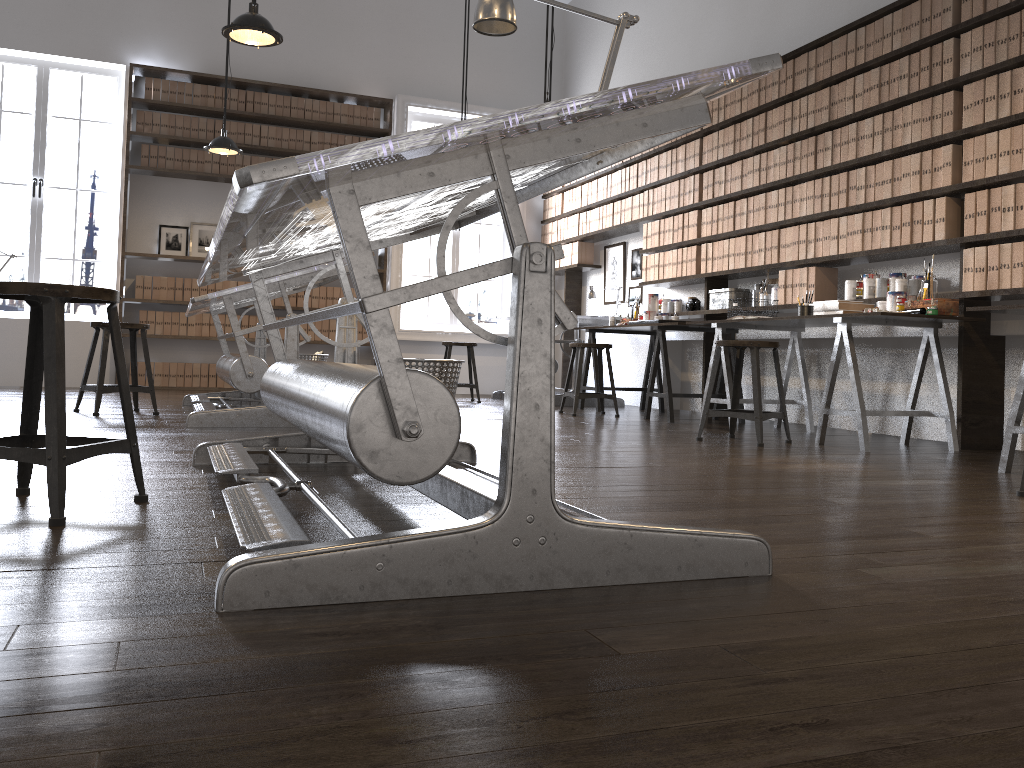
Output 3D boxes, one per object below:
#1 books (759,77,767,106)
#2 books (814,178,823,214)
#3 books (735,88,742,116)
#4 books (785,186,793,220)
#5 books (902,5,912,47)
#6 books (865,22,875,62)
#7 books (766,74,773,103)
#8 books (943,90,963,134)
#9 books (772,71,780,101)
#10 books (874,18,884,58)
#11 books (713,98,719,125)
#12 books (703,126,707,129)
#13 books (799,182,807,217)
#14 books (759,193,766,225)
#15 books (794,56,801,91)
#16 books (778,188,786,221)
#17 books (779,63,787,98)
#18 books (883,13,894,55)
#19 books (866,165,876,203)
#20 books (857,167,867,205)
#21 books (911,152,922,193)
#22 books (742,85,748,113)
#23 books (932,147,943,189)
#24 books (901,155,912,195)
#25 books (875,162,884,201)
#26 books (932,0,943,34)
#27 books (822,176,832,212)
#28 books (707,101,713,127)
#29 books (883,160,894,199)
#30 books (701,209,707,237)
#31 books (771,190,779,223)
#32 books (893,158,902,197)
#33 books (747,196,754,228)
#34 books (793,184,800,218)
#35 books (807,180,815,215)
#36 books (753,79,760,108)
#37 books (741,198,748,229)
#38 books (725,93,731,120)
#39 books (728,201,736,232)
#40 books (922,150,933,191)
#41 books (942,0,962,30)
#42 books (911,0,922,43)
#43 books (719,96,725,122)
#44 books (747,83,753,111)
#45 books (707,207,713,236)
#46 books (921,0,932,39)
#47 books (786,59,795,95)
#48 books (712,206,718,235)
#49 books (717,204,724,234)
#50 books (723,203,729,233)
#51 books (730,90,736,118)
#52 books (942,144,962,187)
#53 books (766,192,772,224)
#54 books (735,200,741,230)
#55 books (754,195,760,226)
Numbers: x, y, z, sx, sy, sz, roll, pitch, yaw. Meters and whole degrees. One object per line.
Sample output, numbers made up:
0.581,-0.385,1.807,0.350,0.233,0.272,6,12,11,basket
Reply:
1.787,-2.001,6.060,0.174,0.226,0.066,2,-1,-21,books
1.966,-1.149,5.483,0.174,0.226,0.067,2,-1,-21,books
1.686,-2.011,6.310,0.174,0.226,0.067,2,-1,-21,books
1.869,-1.160,5.750,0.174,0.226,0.066,2,-1,-21,books
2.239,-1.953,4.876,0.174,0.226,0.066,2,-1,-21,books
2.143,-1.964,5.134,0.174,0.226,0.066,2,-1,-21,books
1.812,-1.998,5.994,0.174,0.226,0.066,2,-1,-21,books
2.326,-1.390,4.588,0.174,0.226,0.066,2,-1,-21,books
1.834,-1.996,5.926,0.174,0.226,0.066,2,-1,-21,books
2.166,-1.961,5.068,0.174,0.226,0.066,2,-1,-21,books
1.584,-2.022,6.573,0.174,0.226,0.066,2,-1,-21,books
1.540,-2.027,6.701,0.174,0.226,0.066,2,-1,-21,books
1.917,-1.154,5.619,0.174,0.226,0.066,2,-1,-21,books
1.767,-1.170,6.003,0.174,0.226,0.067,2,-1,-21,books
1.917,-1.987,5.722,0.174,0.226,0.066,2,-1,-21,books
1.840,-1.162,5.815,0.174,0.226,0.067,2,-1,-21,books
1.864,-1.993,5.861,0.174,0.226,0.066,2,-1,-21,books
2.187,-1.958,5.001,0.174,0.226,0.067,2,-1,-21,books
2.125,-1.133,5.083,0.174,0.226,0.066,2,-1,-21,books
2.096,-1.135,5.148,0.174,0.226,0.066,2,-1,-21,books
2.241,-1.120,4.769,0.174,0.226,0.067,2,-1,-21,books
1.714,-2.008,6.243,0.174,0.226,0.066,2,-1,-21,books
2.296,-1.115,4.641,0.174,0.226,0.066,2,-1,-21,books
2.219,-1.123,4.832,0.174,0.226,0.066,2,-1,-21,books
2.151,-1.130,5.017,0.174,0.226,0.066,2,-1,-21,books
2.313,-1.945,4.684,0.174,0.226,0.066,2,-1,-21,books
1.993,-1.147,5.425,0.174,0.226,0.066,2,-1,-21,books
1.558,-2.025,6.640,0.174,0.226,0.067,2,-1,-21,books
2.169,-1.127,4.952,0.174,0.226,0.067,2,-1,-21,books
1.519,-1.196,6.660,0.174,0.226,0.066,2,-1,-21,books
1.816,-1.165,5.883,0.174,0.226,0.066,2,-1,-21,books
2.198,-1.125,4.891,0.174,0.226,0.066,2,-1,-21,books
1.723,-1.175,6.134,0.174,0.226,0.066,2,-1,-21,books
1.896,-1.157,5.686,0.174,0.226,0.066,2,-1,-21,books
1.940,-1.152,5.550,0.174,0.226,0.066,2,-1,-21,books
1.757,-2.004,6.121,0.174,0.226,0.067,2,-1,-21,books
1.694,-1.178,6.199,0.174,0.226,0.066,2,-1,-21,books
1.642,-2.016,6.443,0.174,0.226,0.066,2,-1,-21,books
1.641,-1.183,6.335,0.174,0.226,0.067,2,-1,-21,books
2.269,-1.117,4.705,0.174,0.226,0.066,2,-1,-21,books
2.335,-1.943,4.617,0.174,0.226,0.066,2,-1,-21,books
2.258,-1.951,4.812,0.174,0.226,0.067,2,-1,-21,books
1.613,-2.019,6.506,0.174,0.226,0.066,2,-1,-21,books
1.738,-2.006,6.185,0.174,0.226,0.066,2,-1,-21,books
1.542,-1.194,6.592,0.174,0.226,0.066,2,-1,-21,books
2.288,-1.948,4.751,0.174,0.226,0.066,2,-1,-21,books
1.885,-1.990,5.789,0.174,0.226,0.067,2,-1,-21,books
1.567,-1.191,6.524,0.174,0.226,0.067,2,-1,-21,books
1.594,-1.189,6.467,0.174,0.226,0.066,2,-1,-21,books
1.620,-1.186,6.406,0.174,0.226,0.066,2,-1,-21,books
1.665,-2.014,6.377,0.174,0.226,0.066,2,-1,-21,books
2.313,-1.112,4.577,0.174,0.226,0.067,2,-1,-21,books
1.795,-1.167,5.942,0.174,0.226,0.066,2,-1,-21,books
1.673,-1.180,6.267,0.174,0.226,0.066,2,-1,-21,books
1.749,-1.172,6.068,0.174,0.226,0.066,2,-1,-21,books
